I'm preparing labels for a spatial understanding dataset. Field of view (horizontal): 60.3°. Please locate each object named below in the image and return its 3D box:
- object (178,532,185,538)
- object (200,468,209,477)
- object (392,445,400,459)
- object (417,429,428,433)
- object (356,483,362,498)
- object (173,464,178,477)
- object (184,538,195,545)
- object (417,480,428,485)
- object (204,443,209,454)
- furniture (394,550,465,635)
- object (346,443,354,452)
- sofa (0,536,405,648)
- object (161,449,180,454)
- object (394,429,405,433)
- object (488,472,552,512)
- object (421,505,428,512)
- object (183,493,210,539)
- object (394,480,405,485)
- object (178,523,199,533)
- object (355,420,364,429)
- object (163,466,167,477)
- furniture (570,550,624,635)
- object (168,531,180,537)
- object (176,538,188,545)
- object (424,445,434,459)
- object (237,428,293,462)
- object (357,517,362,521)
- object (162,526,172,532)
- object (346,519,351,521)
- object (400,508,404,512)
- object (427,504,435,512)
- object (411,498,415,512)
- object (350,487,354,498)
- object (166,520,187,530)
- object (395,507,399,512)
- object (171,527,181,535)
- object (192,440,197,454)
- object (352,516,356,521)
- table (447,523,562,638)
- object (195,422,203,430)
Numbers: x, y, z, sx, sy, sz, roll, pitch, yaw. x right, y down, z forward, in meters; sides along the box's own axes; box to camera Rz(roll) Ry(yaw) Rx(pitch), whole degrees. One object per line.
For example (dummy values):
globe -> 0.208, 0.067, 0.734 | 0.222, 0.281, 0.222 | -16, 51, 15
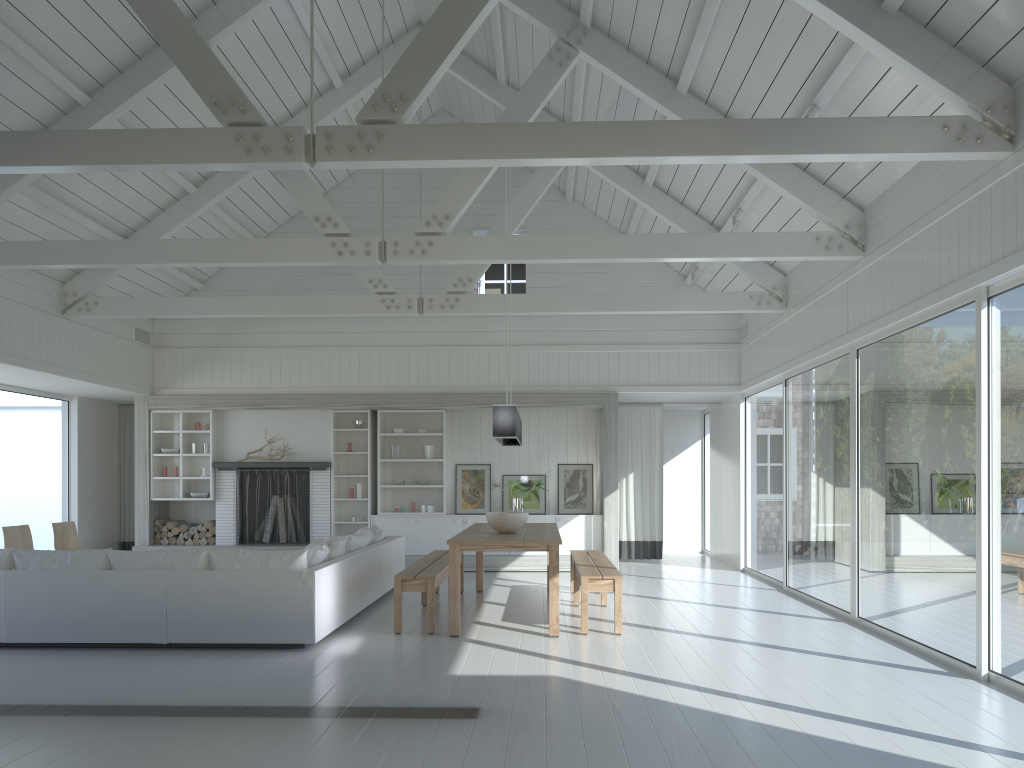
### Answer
object -> -4.586, 2.127, 12.460 | 0.080, 0.080, 0.480 | 0, -6, 0
object -> -4.281, 1.228, 12.264 | 0.137, 0.130, 0.137 | 0, -3, -11
object -> -1.618, 0.951, 12.269 | 0.102, 0.196, 0.103 | 0, -1, 2
object -> -1.255, 0.674, 12.399 | 0.141, 0.066, 0.142 | 0, -5, 2
object -> -2.127, 1.489, 12.291 | 0.072, 0.211, 0.071 | 0, -1, 1
object -> -4.685, 1.198, 12.281 | 0.054, 0.196, 0.054 | 0, 0, 3
object -> -4.470, 2.233, 12.485 | 0.134, 0.146, 0.550 | 0, -6, 2
object -> -1.253, 1.388, 12.399 | 0.141, 0.066, 0.142 | 0, -5, 2
object -> -4.254, 0.876, 12.266 | 0.054, 0.196, 0.054 | 0, 0, 3
furniture -> -0.733, 1.925, 8.407 | 0.340, 0.470, 2.691 | 0, -6, 2
object -> -2.261, 0.891, 12.295 | 0.137, 0.130, 0.137 | -3, -5, 44
sofa -> -3.085, 1.797, 8.490 | 3.476, 0.737, 4.150 | 0, -6, 2
object -> -4.755, 0.943, 12.299 | 0.242, 0.072, 0.243 | 1, -6, -13
object -> -1.569, 0.660, 12.268 | 0.141, 0.066, 0.142 | 0, -5, 2
object -> 0.116, 1.473, 12.026 | 0.971, 0.629, 0.624 | 0, -3, 0
object -> -1.216, 1.741, 12.300 | 0.091, 0.095, 0.090 | -2, -4, 36
object -> -4.430, 1.852, 12.432 | 0.341, 0.643, 0.614 | 0, -3, -13
object -> -1.567, 1.374, 12.268 | 0.141, 0.066, 0.142 | 0, -5, 2
object -> -4.572, 2.034, 12.473 | 0.109, 0.109, 0.496 | 0, -6, 0
object -> -2.123, 0.570, 12.263 | 0.161, 0.124, 0.162 | -3, -5, 34
object -> -4.837, 1.199, 12.286 | 0.054, 0.196, 0.054 | 0, 0, 3
furniture -> 0.764, 1.916, 8.355 | 0.340, 0.470, 2.691 | 0, -6, 2
object -> -4.737, 2.115, 12.472 | 0.080, 0.079, 0.480 | 0, -6, 0
object -> -4.598, 2.200, 12.482 | 0.105, 0.115, 0.519 | 0, -6, 1
object -> -1.149, 0.949, 12.253 | 0.103, 0.196, 0.103 | 1, -2, -43
object -> -3.324, 0.836, 12.094 | 0.783, 0.502, 0.458 | 2, -4, -28
object -> -2.130, 1.885, 12.294 | 0.058, 0.061, 0.057 | 0, -3, 1
object -> -4.818, 2.033, 12.468 | 0.080, 0.080, 0.480 | 0, -6, 0
object -> -2.281, 1.904, 12.301 | 0.054, 0.025, 0.054 | 0, -5, 2
object -> -1.530, 1.756, 12.283 | 0.058, 0.061, 0.057 | 1, -3, -21
object -> -1.124, 1.725, 12.229 | 0.085, 0.111, 0.085 | -2, -3, 37
object -> -1.373, 1.687, 12.267 | 0.054, 0.196, 0.054 | 0, 0, 1
object -> -2.234, 1.497, 12.297 | 0.054, 0.196, 0.054 | 0, 0, 1
object -> -4.745, 1.991, 12.479 | 0.110, 0.111, 0.496 | 0, -6, 0
object -> -1.600, 1.748, 12.259 | 0.054, 0.071, 0.054 | 1, -2, -19
object -> -4.675, 2.069, 12.476 | 0.109, 0.109, 0.496 | 0, -6, 0
object -> -4.420, 0.877, 12.272 | 0.054, 0.196, 0.054 | 0, 0, 3
object -> -2.204, 1.880, 12.298 | 0.054, 0.071, 0.054 | 0, -2, 1
table -> -0.009, 1.775, 8.388 | 0.906, 0.761, 2.960 | 0, -6, 2
object -> -4.359, 0.591, 12.260 | 0.059, 0.126, 0.232 | 1, -4, -43
